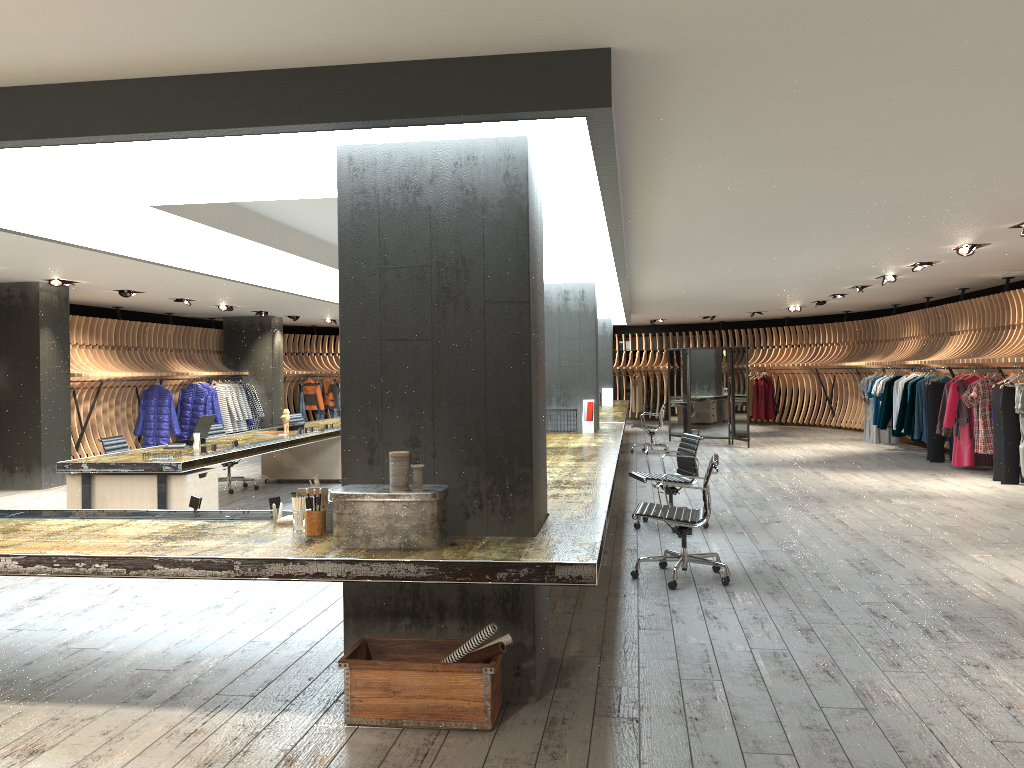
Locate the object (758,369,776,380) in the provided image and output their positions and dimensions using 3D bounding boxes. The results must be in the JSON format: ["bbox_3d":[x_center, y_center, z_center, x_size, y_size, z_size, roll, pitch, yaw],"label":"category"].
[{"bbox_3d":[6.401,-0.247,22.250,0.525,0.270,0.012,-1,0,-17],"label":"object"}]

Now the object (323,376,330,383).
[{"bbox_3d":[-4.733,-0.084,22.688,0.525,0.270,0.012,-1,0,28],"label":"object"}]

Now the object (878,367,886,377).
[{"bbox_3d":[7.094,-0.182,16.888,0.525,0.270,0.012,-1,0,-7],"label":"object"}]

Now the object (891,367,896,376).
[{"bbox_3d":[6.993,-0.161,16.156,0.524,0.285,0.013,-1,0,3],"label":"object"}]

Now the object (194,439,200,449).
[{"bbox_3d":[-3.152,0.604,8.872,0.061,0.111,0.061,-1,0,42],"label":"object"}]

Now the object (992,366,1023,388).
[{"bbox_3d":[6.274,-0.085,11.070,0.012,0.270,0.525,-1,0,-42],"label":"object"}]

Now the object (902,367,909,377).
[{"bbox_3d":[6.889,-0.155,15.482,0.525,0.270,0.012,-1,0,13],"label":"object"}]

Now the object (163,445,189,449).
[{"bbox_3d":[-3.440,0.646,9.088,0.213,0.019,0.219,-1,1,-7],"label":"object"}]

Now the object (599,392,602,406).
[{"bbox_3d":[1.568,0.318,17.845,0.459,0.289,0.329,-1,0,11],"label":"object"}]

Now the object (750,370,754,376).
[{"bbox_3d":[6.129,-0.253,22.671,0.525,0.270,0.012,-1,0,-42],"label":"object"}]

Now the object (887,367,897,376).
[{"bbox_3d":[7.006,-0.171,16.347,0.525,0.270,0.012,-1,0,13],"label":"object"}]

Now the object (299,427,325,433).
[{"bbox_3d":[-2.526,0.581,11.168,0.302,0.074,0.217,-1,1,2],"label":"object"}]

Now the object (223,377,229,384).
[{"bbox_3d":[-5.972,0.011,18.556,0.518,0.313,0.012,-1,0,8],"label":"object"}]

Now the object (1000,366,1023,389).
[{"bbox_3d":[6.253,-0.081,10.857,0.525,0.270,0.012,-1,0,8],"label":"object"}]

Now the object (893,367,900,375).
[{"bbox_3d":[6.963,-0.170,16.044,0.525,0.270,0.012,-1,0,-7],"label":"object"}]

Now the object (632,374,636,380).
[{"bbox_3d":[3.442,-0.239,24.931,0.012,0.270,0.525,-1,1,23],"label":"object"}]

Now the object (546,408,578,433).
[{"bbox_3d":[0.548,0.440,10.512,0.459,0.289,0.329,-1,0,6],"label":"object"}]

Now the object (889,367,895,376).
[{"bbox_3d":[7.017,-0.164,16.258,0.523,0.290,0.013,-1,0,3],"label":"object"}]

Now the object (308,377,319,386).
[{"bbox_3d":[-5.057,-0.074,22.191,0.525,0.270,0.012,-1,0,23],"label":"object"}]

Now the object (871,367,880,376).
[{"bbox_3d":[7.138,-0.189,17.341,0.525,0.270,0.012,-1,0,23],"label":"object"}]

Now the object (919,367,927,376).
[{"bbox_3d":[6.759,-0.143,14.550,0.525,0.270,0.012,-1,0,13],"label":"object"}]

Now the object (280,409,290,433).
[{"bbox_3d":[-2.857,0.466,11.183,0.097,0.300,0.320,-1,0,-8],"label":"object"}]

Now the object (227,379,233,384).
[{"bbox_3d":[-5.947,0.008,18.733,0.518,0.313,0.012,-1,0,8],"label":"object"}]

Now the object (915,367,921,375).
[{"bbox_3d":[6.809,-0.153,14.880,0.525,0.270,0.012,-1,0,8],"label":"object"}]

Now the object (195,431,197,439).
[{"bbox_3d":[-3.165,0.559,8.890,0.030,0.170,0.007,-1,0,21],"label":"object"}]

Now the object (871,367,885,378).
[{"bbox_3d":[7.099,-0.184,17.062,0.525,0.270,0.012,-1,0,23],"label":"object"}]

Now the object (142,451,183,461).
[{"bbox_3d":[-3.089,0.638,7.840,0.302,0.074,0.217,-1,1,2],"label":"object"}]

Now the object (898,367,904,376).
[{"bbox_3d":[6.919,-0.158,15.690,0.525,0.270,0.012,-1,0,8],"label":"object"}]

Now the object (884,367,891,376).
[{"bbox_3d":[6.993,-0.166,16.457,0.523,0.288,0.015,-1,0,18],"label":"object"}]

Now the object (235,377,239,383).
[{"bbox_3d":[-5.901,0.013,19.088,0.516,0.316,0.012,-1,0,8],"label":"object"}]

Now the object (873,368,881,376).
[{"bbox_3d":[7.110,-0.186,17.198,0.525,0.270,0.012,-1,0,-2],"label":"object"}]

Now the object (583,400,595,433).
[{"bbox_3d":[0.907,0.383,10.519,0.129,0.383,0.239,-1,0,8],"label":"object"}]

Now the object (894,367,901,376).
[{"bbox_3d":[6.924,-0.156,15.876,0.524,0.284,0.014,-1,0,18],"label":"object"}]

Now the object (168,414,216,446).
[{"bbox_3d":[-3.407,0.491,9.445,0.365,0.316,0.373,-1,0,8],"label":"object"}]

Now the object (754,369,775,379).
[{"bbox_3d":[6.356,-0.247,22.341,0.525,0.270,0.012,-1,0,8],"label":"object"}]

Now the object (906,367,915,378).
[{"bbox_3d":[6.840,-0.157,15.112,0.525,0.270,0.012,-1,0,13],"label":"object"}]

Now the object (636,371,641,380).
[{"bbox_3d":[3.568,-0.241,24.896,0.012,0.270,0.525,-1,1,28],"label":"object"}]

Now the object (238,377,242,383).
[{"bbox_3d":[-5.879,0.008,19.275,0.518,0.313,0.012,-1,0,8],"label":"object"}]

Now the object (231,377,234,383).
[{"bbox_3d":[-5.978,-0.014,18.938,0.525,0.270,0.012,-1,0,8],"label":"object"}]

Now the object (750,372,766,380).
[{"bbox_3d":[6.267,-0.248,22.475,0.525,0.270,0.012,-1,0,-17],"label":"object"}]

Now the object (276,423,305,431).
[{"bbox_3d":[-2.927,0.565,11.735,0.262,0.088,0.373,-1,1,8],"label":"object"}]

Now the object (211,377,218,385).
[{"bbox_3d":[-6.041,0.019,18.062,0.518,0.313,0.012,-1,0,8],"label":"object"}]

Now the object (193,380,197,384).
[{"bbox_3d":[-6.192,0.027,17.292,0.523,0.292,0.012,-1,0,8],"label":"object"}]

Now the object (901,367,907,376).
[{"bbox_3d":[6.920,-0.157,15.607,0.525,0.270,0.012,-1,0,8],"label":"object"}]

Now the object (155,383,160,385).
[{"bbox_3d":[-6.367,0.036,15.911,0.525,0.270,0.012,-1,0,8],"label":"object"}]

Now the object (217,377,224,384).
[{"bbox_3d":[-6.008,0.015,18.296,0.518,0.313,0.012,-1,0,8],"label":"object"}]
